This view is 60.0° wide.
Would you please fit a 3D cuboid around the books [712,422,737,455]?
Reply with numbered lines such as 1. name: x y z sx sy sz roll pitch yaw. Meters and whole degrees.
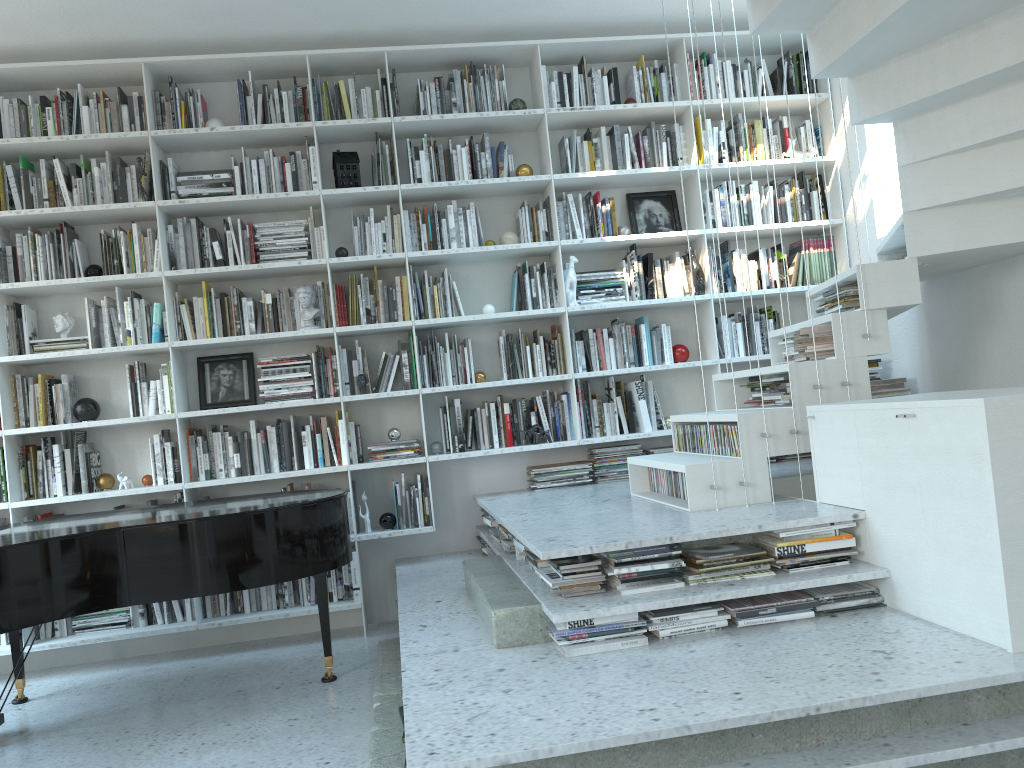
1. books: 0.911 0.229 3.737 0.125 0.125 0.007 -6 -1 -8

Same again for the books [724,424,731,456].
1. books: 0.929 0.223 3.611 0.125 0.125 0.010 -6 -1 -8

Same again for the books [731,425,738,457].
1. books: 0.942 0.221 3.520 0.125 0.123 0.034 -6 -1 -8

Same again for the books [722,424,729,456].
1. books: 0.926 0.224 3.632 0.125 0.125 0.008 -6 -1 -8

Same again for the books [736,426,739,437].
1. books: 0.949 0.218 3.467 0.125 0.123 0.034 -6 -1 -8

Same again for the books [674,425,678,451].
1. books: 0.842 0.252 4.232 0.125 0.125 0.009 -6 -1 -8

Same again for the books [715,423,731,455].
1. books: 0.916 0.228 3.703 0.125 0.125 0.009 -6 -1 -8

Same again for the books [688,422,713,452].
1. books: 0.870 0.243 4.034 0.125 0.125 0.008 -6 -1 -8

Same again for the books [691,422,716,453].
1. books: 0.875 0.241 3.996 0.125 0.125 0.007 -6 -1 -8

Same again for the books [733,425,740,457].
1. books: 0.945 0.220 3.498 0.125 0.123 0.036 -6 -1 -8

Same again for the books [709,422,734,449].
1. books: 0.906 0.231 3.779 0.125 0.125 0.009 -6 -1 -8

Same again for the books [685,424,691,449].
1. books: 0.863 0.245 4.081 0.125 0.125 0.007 -6 -1 -8

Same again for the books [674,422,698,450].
1. books: 0.841 0.252 4.239 0.125 0.125 0.008 -6 -1 -8

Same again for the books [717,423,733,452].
1. books: 0.918 0.227 3.687 0.125 0.125 0.008 -6 -1 -8

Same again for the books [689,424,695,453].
1. books: 0.871 0.242 4.027 0.125 0.125 0.008 -6 -1 -8

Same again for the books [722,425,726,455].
1. books: 0.927 0.224 3.625 0.125 0.125 0.008 -6 -1 -8

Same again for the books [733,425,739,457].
1. books: 0.944 0.220 3.506 0.125 0.123 0.035 -6 -1 -8

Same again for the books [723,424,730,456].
1. books: 0.928 0.224 3.618 0.125 0.125 0.010 -6 -1 -8

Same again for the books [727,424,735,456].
1. books: 0.934 0.222 3.572 0.125 0.125 0.008 -6 -1 -8

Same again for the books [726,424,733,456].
1. books: 0.932 0.222 3.587 0.125 0.125 0.008 -6 -1 -8

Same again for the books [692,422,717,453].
1. books: 0.877 0.240 3.982 0.125 0.125 0.008 -6 -1 -8

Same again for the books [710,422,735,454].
1. books: 0.907 0.231 3.768 0.125 0.125 0.016 -6 -1 -8

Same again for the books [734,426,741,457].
1. books: 0.946 0.220 3.490 0.125 0.123 0.035 -6 -1 -8

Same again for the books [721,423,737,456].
1. books: 0.925 0.225 3.639 0.125 0.125 0.008 -6 -1 -8

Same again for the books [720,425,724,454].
1. books: 0.924 0.225 3.646 0.125 0.125 0.007 -6 -1 -8

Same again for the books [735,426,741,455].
1. books: 0.947 0.219 3.483 0.125 0.123 0.034 -6 -1 -8

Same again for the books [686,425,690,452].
1. books: 0.866 0.244 4.065 0.125 0.125 0.009 -6 -1 -8

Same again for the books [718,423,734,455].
1. books: 0.921 0.226 3.671 0.125 0.125 0.010 -6 -1 -8

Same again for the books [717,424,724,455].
1. books: 0.919 0.227 3.680 0.125 0.125 0.008 -6 -1 -8

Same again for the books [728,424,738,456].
1. books: 0.936 0.221 3.562 0.125 0.125 0.011 -6 -1 -8

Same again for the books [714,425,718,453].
1. books: 0.914 0.228 3.717 0.125 0.125 0.018 -6 -1 -8

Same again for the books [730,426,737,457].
1. books: 0.941 0.221 3.529 0.125 0.123 0.036 -6 -1 -8

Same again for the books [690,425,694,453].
1. books: 0.873 0.242 4.011 0.125 0.125 0.007 -6 -1 -8

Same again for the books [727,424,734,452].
1. books: 0.933 0.222 3.580 0.125 0.125 0.007 -6 -1 -8

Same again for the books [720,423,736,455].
1. books: 0.923 0.225 3.654 0.125 0.125 0.007 -6 -1 -8

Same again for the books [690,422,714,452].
1. books: 0.872 0.242 4.018 0.125 0.125 0.008 -6 -1 -8

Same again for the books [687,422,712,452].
1. books: 0.868 0.243 4.049 0.125 0.125 0.008 -6 -1 -8

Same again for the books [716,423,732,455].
1. books: 0.917 0.227 3.695 0.125 0.125 0.007 -6 -1 -8

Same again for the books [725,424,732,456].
1. books: 0.931 0.223 3.594 0.125 0.125 0.008 -6 -1 -8

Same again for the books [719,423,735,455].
1. books: 0.922 0.226 3.662 0.125 0.125 0.009 -6 -1 -8

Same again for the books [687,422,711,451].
1. books: 0.867 0.244 4.057 0.125 0.125 0.007 -6 -1 -8

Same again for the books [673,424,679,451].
1. books: 0.840 0.252 4.247 0.125 0.125 0.008 -6 -1 -8

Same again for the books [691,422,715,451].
1. books: 0.874 0.241 4.004 0.125 0.125 0.007 -6 -1 -8

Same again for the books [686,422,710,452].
1. books: 0.865 0.244 4.072 0.125 0.125 0.009 -6 -1 -8

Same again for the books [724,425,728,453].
1. books: 0.930 0.223 3.602 0.125 0.125 0.008 -6 -1 -8

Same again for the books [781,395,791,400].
1. books: 1.204 0.048 3.679 0.172 0.019 0.240 -6 -2 17

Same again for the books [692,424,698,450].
1. books: 0.876 0.241 3.989 0.125 0.125 0.008 -6 -1 -8

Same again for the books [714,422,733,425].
1. books: 0.904 0.232 3.789 0.125 0.125 0.011 -6 -1 -8

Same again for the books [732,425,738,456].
1. books: 0.943 0.220 3.513 0.125 0.123 0.034 -6 -1 -8

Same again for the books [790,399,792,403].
1. books: 1.226 0.063 3.675 0.136 0.017 0.288 -6 -2 15

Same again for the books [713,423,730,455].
1. books: 0.913 0.229 3.727 0.125 0.125 0.012 -6 -1 -8

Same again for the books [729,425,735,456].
1. books: 0.938 0.222 3.545 0.125 0.123 0.034 -6 -1 -8

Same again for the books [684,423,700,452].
1. books: 0.862 0.245 4.089 0.125 0.125 0.010 -6 -1 -8

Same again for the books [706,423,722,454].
1. books: 0.901 0.232 3.808 0.125 0.125 0.013 -6 -1 -8

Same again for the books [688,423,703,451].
1. books: 0.869 0.243 4.042 0.125 0.125 0.008 -6 -1 -8

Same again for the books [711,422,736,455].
1. books: 0.909 0.230 3.753 0.125 0.125 0.013 -6 -1 -8

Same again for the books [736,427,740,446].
1. books: 0.948 0.219 3.475 0.125 0.123 0.036 -6 -1 -8

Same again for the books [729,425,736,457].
1. books: 0.940 0.222 3.537 0.125 0.123 0.035 -6 -1 -8

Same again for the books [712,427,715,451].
1. books: 0.910 0.229 3.745 0.125 0.125 0.009 -6 -1 -8

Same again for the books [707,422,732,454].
1. books: 0.903 0.232 3.799 0.125 0.125 0.009 -6 -1 -8
